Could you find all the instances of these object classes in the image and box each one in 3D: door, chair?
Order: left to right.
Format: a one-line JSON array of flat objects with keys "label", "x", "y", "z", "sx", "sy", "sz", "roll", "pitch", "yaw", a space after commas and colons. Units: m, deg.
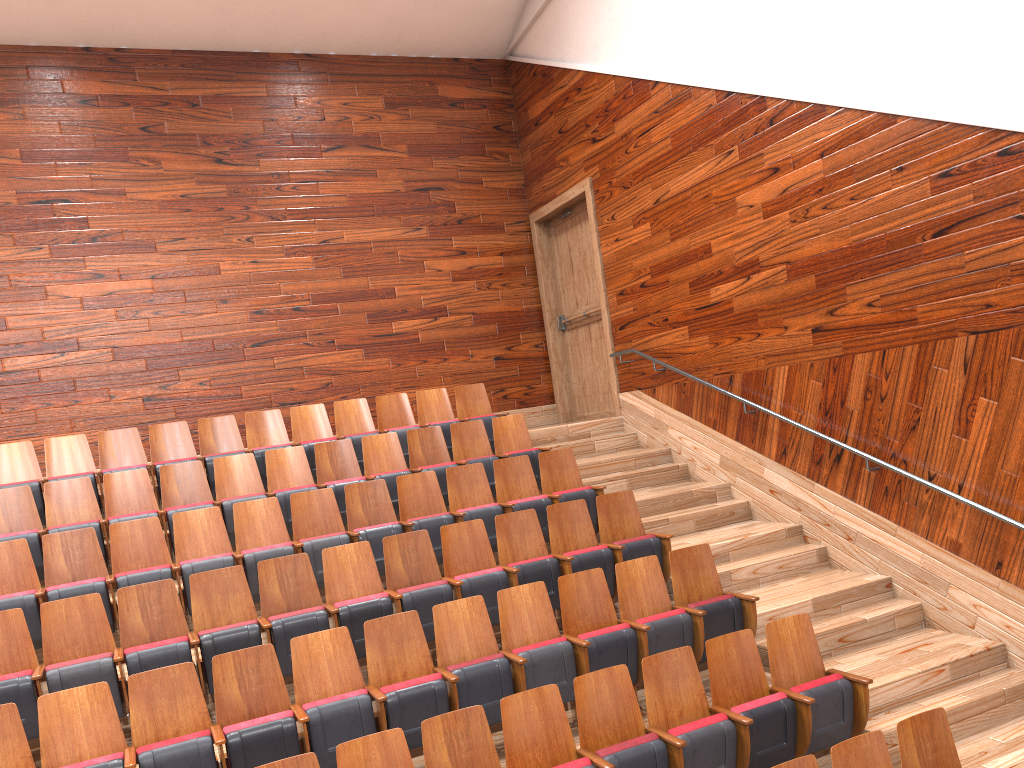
[{"label": "chair", "x": -0.377, "y": 0.217, "z": 0.266, "sx": 1.174, "sy": 0.375, "sz": 0.773, "roll": -8, "pitch": -1, "yaw": -23}, {"label": "door", "x": 0.075, "y": -0.079, "z": 0.944, "sx": 0.024, "sy": 0.242, "sz": 0.140, "roll": -11, "pitch": 4, "yaw": -24}]
